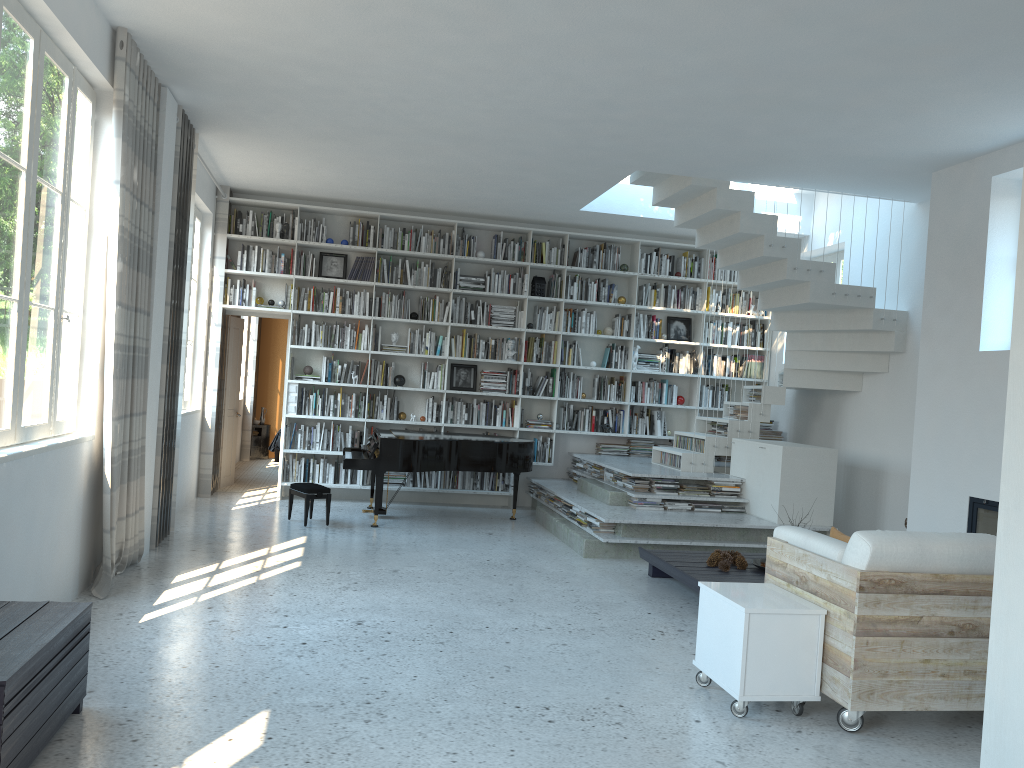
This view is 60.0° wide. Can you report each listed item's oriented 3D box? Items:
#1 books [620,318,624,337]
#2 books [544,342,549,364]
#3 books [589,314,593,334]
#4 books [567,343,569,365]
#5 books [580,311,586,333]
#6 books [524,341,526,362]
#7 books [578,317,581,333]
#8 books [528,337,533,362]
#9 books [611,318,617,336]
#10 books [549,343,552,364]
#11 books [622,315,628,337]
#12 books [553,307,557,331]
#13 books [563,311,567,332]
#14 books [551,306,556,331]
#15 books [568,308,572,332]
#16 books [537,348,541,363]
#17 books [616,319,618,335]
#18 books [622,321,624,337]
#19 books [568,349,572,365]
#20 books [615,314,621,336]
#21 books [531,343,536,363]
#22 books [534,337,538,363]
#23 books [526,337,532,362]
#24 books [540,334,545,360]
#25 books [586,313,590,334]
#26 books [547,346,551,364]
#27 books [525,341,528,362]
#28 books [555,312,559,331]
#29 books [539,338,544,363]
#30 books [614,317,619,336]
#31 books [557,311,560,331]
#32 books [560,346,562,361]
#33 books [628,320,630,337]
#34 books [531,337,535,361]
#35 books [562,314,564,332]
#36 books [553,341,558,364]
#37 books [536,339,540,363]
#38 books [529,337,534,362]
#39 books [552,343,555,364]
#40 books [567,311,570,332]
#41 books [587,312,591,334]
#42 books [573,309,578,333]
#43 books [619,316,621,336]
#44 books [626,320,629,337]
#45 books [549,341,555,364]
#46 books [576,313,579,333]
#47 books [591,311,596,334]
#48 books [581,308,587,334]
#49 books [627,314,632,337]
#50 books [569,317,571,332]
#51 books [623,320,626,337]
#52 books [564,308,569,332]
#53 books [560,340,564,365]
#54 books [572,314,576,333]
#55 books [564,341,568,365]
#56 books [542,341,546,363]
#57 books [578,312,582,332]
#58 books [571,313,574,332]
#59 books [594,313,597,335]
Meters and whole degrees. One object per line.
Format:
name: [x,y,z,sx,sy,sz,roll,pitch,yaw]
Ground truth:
books: [1.251,-0.649,10.246,0.016,0.228,0.160,4,0,-11]
books: [0.375,-0.347,10.054,0.027,0.242,0.188,4,0,-11]
books: [0.889,-0.676,10.166,0.021,0.232,0.183,4,0,-11]
books: [0.624,-0.337,10.131,0.013,0.256,0.144,4,0,-11]
books: [0.794,-0.698,10.131,0.030,0.263,0.182,4,0,-11]
books: [0.135,-0.364,10.040,0.014,0.244,0.145,4,0,-11]
books: [0.750,-0.667,10.141,0.025,0.194,0.171,4,0,-11]
books: [0.194,-0.385,10.047,0.035,0.293,0.145,4,0,-11]
books: [1.176,-0.651,10.236,0.015,0.220,0.140,4,0,-11]
books: [0.419,-0.342,10.090,0.028,0.239,0.145,4,0,-11]
books: [1.295,-0.661,10.237,0.016,0.257,0.175,4,0,-11]
books: [0.472,-0.727,10.086,0.025,0.277,0.173,4,0,-11]
books: [0.587,-0.702,10.124,0.030,0.242,0.138,4,0,-11]
books: [0.457,-0.736,10.085,0.028,0.293,0.154,4,0,-11]
books: [0.656,-0.718,10.145,0.014,0.284,0.135,4,0,-11]
books: [0.292,-0.322,10.081,0.030,0.181,0.131,4,0,-11]
books: [1.186,-0.642,10.235,0.005,0.205,0.154,4,0,-11]
books: [1.263,-0.638,10.254,0.012,0.206,0.137,4,0,-11]
books: [0.643,-0.304,10.104,0.017,0.192,0.191,4,0,-11]
books: [1.212,-0.672,10.225,0.015,0.267,0.164,4,0,-11]
books: [0.238,-0.351,10.047,0.015,0.232,0.180,4,0,-11]
books: [0.257,-0.381,10.047,0.019,0.294,0.163,4,0,-11]
books: [0.183,-0.385,10.034,0.035,0.293,0.145,4,0,-11]
books: [0.333,-0.398,10.066,0.021,0.338,0.169,4,0,-11]
books: [0.844,-0.686,10.152,0.025,0.245,0.183,4,0,-11]
books: [0.396,-0.326,10.066,0.034,0.204,0.181,4,0,-11]
books: [0.148,-0.365,10.055,0.013,0.247,0.176,4,0,-11]
books: [0.490,-0.701,10.073,0.028,0.230,0.176,4,0,-11]
books: [0.323,-0.376,10.046,0.019,0.293,0.182,4,0,-11]
books: [1.196,-0.655,10.234,0.012,0.232,0.154,4,0,-11]
books: [0.506,-0.704,10.092,0.026,0.238,0.173,4,0,-11]
books: [0.532,-0.325,10.110,0.015,0.220,0.155,4,0,-11]
books: [1.331,-0.633,10.248,0.012,0.206,0.169,4,0,-11]
books: [0.219,-0.383,10.052,0.035,0.293,0.145,4,0,-11]
books: [0.550,-0.709,10.093,0.028,0.251,0.190,4,0,-11]
books: [0.479,-0.353,10.109,0.033,0.268,0.141,4,0,-11]
books: [0.271,-0.372,10.073,0.035,0.278,0.139,4,0,-11]
books: [0.209,-0.384,10.035,0.035,0.293,0.145,4,0,-11]
books: [0.459,-0.344,10.108,0.019,0.248,0.149,4,0,-11]
books: [0.626,-0.702,10.111,0.014,0.248,0.176,4,0,-11]
books: [0.865,-0.693,10.176,0.024,0.262,0.133,4,0,-11]
books: [0.715,-0.712,10.118,0.014,0.280,0.177,4,0,-11]
books: [1.225,-0.659,10.239,0.016,0.244,0.151,4,0,-11]
books: [1.307,-0.634,10.239,0.013,0.204,0.173,4,0,-11]
books: [0.444,-0.354,10.090,0.032,0.266,0.143,4,0,-11]
books: [0.730,-0.690,10.128,0.022,0.237,0.164,4,0,-11]
books: [0.915,-0.695,10.159,0.024,0.272,0.169,4,0,-11]
books: [0.818,-0.713,10.161,0.027,0.295,0.159,4,0,-11]
books: [1.343,-0.668,10.243,0.005,0.278,0.182,4,0,-11]
books: [0.639,-0.667,10.126,0.021,0.179,0.136,4,0,-11]
books: [1.278,-0.635,10.245,0.013,0.202,0.173,4,0,-11]
books: [0.610,-0.718,10.124,0.014,0.278,0.154,4,0,-11]
books: [0.557,-0.358,10.104,0.035,0.288,0.191,4,0,-11]
books: [0.689,-0.682,10.134,0.026,0.216,0.161,4,0,-11]
books: [0.603,-0.350,10.097,0.013,0.279,0.191,4,0,-11]
books: [0.348,-0.354,10.073,0.033,0.253,0.174,4,0,-11]
books: [0.769,-0.697,10.151,0.011,0.257,0.131,4,0,-11]
books: [0.672,-0.693,10.128,0.013,0.236,0.157,4,0,-11]
books: [0.948,-0.683,10.189,0.034,0.254,0.161,4,0,-11]
